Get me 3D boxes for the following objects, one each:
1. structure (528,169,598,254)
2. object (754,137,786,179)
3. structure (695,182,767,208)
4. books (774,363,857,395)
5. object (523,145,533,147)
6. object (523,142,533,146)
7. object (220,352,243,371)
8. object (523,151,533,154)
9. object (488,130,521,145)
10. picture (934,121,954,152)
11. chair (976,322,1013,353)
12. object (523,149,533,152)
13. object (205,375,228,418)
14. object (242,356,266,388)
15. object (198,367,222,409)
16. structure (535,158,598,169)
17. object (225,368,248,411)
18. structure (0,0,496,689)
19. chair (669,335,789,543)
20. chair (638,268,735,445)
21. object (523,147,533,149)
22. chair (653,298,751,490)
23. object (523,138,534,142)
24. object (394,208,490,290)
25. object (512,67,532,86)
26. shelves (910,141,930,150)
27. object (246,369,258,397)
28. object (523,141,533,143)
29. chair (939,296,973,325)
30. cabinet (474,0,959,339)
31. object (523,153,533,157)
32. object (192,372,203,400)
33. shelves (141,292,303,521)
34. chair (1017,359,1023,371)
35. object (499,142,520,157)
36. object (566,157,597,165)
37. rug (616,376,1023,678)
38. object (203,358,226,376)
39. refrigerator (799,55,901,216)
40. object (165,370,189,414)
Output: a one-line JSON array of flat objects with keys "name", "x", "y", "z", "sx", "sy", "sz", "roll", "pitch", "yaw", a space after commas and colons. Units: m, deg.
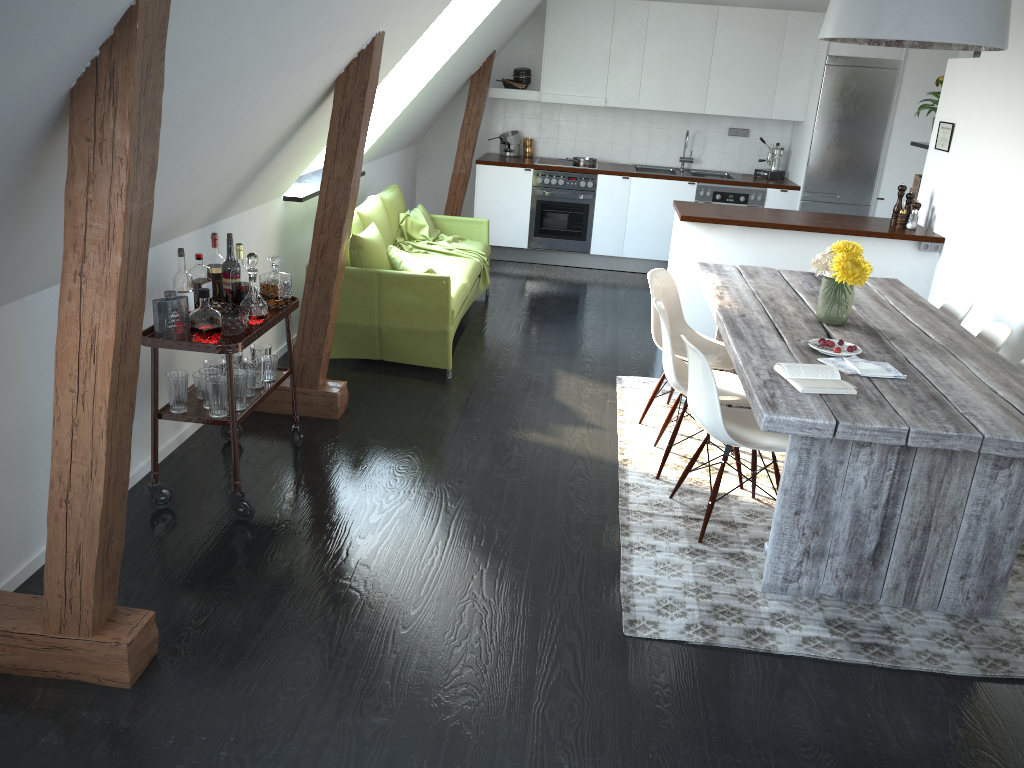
[{"name": "structure", "x": 0.495, "y": -1.689, "z": 8.479, "sx": 0.583, "sy": 0.725, "sz": 0.749, "roll": 6, "pitch": 20, "yaw": 4}, {"name": "object", "x": 2.415, "y": -2.125, "z": 8.327, "sx": 0.353, "sy": 0.370, "sz": 0.206, "roll": -11, "pitch": 25, "yaw": -36}, {"name": "structure", "x": 1.971, "y": -1.516, "z": 8.288, "sx": 0.612, "sy": 0.725, "sz": 0.582, "roll": 6, "pitch": 20, "yaw": 4}, {"name": "books", "x": 1.077, "y": -0.029, "z": 3.157, "sx": 0.202, "sy": 0.042, "sz": 0.251, "roll": 2, "pitch": 20, "yaw": -7}, {"name": "object", "x": 0.157, "y": -2.312, "z": 8.629, "sx": 0.099, "sy": 0.057, "sz": 0.101, "roll": 10, "pitch": 21, "yaw": 15}, {"name": "object", "x": 0.156, "y": -2.328, "z": 8.619, "sx": 0.100, "sy": 0.036, "sz": 0.100, "roll": -7, "pitch": 23, "yaw": -27}, {"name": "object", "x": -1.209, "y": -0.076, "z": 3.830, "sx": 0.095, "sy": 0.119, "sz": 0.095, "roll": -9, "pitch": 24, "yaw": -31}, {"name": "object", "x": 0.158, "y": -2.255, "z": 8.647, "sx": 0.100, "sy": 0.048, "sz": 0.099, "roll": 12, "pitch": 21, "yaw": 21}, {"name": "object", "x": -0.090, "y": -2.364, "z": 8.558, "sx": 0.371, "sy": 0.169, "sz": 0.203, "roll": -4, "pitch": 22, "yaw": -22}, {"name": "picture", "x": 2.844, "y": -1.627, "z": 5.829, "sx": 0.023, "sy": 0.182, "sz": 0.250, "roll": 6, "pitch": 20, "yaw": 4}, {"name": "chair", "x": 1.989, "y": 0.073, "z": 4.243, "sx": 0.542, "sy": 0.801, "sz": 0.465, "roll": 8, "pitch": 20, "yaw": 10}, {"name": "object", "x": 0.157, "y": -2.271, "z": 8.642, "sx": 0.099, "sy": 0.051, "sz": 0.099, "roll": 1, "pitch": 20, "yaw": -9}, {"name": "object", "x": -1.143, "y": 0.051, "z": 3.444, "sx": 0.087, "sy": 0.155, "sz": 0.087, "roll": -4, "pitch": 21, "yaw": -21}, {"name": "object", "x": -1.096, "y": -0.048, "z": 3.775, "sx": 0.095, "sy": 0.119, "sz": 0.095, "roll": -9, "pitch": 24, "yaw": -31}, {"name": "object", "x": -1.195, "y": 0.019, "z": 3.521, "sx": 0.087, "sy": 0.155, "sz": 0.087, "roll": -4, "pitch": 21, "yaw": -21}, {"name": "structure", "x": 0.517, "y": -2.052, "z": 8.332, "sx": 0.574, "sy": 0.041, "sz": 0.504, "roll": 6, "pitch": 20, "yaw": 4}, {"name": "object", "x": -1.091, "y": 0.025, "z": 3.525, "sx": 0.087, "sy": 0.155, "sz": 0.087, "roll": -4, "pitch": 21, "yaw": -21}, {"name": "structure", "x": -1.328, "y": -0.177, "z": 2.602, "sx": 1.023, "sy": 1.963, "sz": 12.350, "roll": 6, "pitch": 20, "yaw": 4}, {"name": "chair", "x": 0.919, "y": 0.207, "z": 3.659, "sx": 0.542, "sy": 0.801, "sz": 0.465, "roll": 1, "pitch": 20, "yaw": -9}, {"name": "chair", "x": 0.945, "y": -0.167, "z": 4.694, "sx": 0.542, "sy": 0.801, "sz": 0.465, "roll": 16, "pitch": 23, "yaw": 28}, {"name": "object", "x": 0.157, "y": -2.292, "z": 8.637, "sx": 0.099, "sy": 0.043, "sz": 0.100, "roll": 1, "pitch": 20, "yaw": -7}, {"name": "chair", "x": 0.883, "y": 0.025, "z": 4.153, "sx": 0.542, "sy": 0.801, "sz": 0.465, "roll": 6, "pitch": 20, "yaw": 5}, {"name": "object", "x": 0.160, "y": -2.362, "z": 8.605, "sx": 0.100, "sy": 0.047, "sz": 0.099, "roll": 4, "pitch": 20, "yaw": 0}, {"name": "object", "x": -0.503, "y": -1.034, "z": 6.692, "sx": 0.722, "sy": 0.493, "sz": 0.711, "roll": 4, "pitch": 20, "yaw": 0}, {"name": "object", "x": 0.095, "y": -2.895, "z": 8.350, "sx": 0.190, "sy": 0.166, "sz": 0.200, "roll": -8, "pitch": 23, "yaw": -31}, {"name": "shelves", "x": 3.200, "y": -1.412, "z": 6.354, "sx": 0.660, "sy": 0.553, "sz": 0.408, "roll": 6, "pitch": 20, "yaw": 4}, {"name": "object", "x": -1.102, "y": -0.001, "z": 3.677, "sx": 0.092, "sy": 0.099, "sz": 0.092, "roll": -2, "pitch": 21, "yaw": -17}, {"name": "object", "x": 0.158, "y": -2.344, "z": 8.613, "sx": 0.100, "sy": 0.036, "sz": 0.100, "roll": 17, "pitch": 23, "yaw": 31}, {"name": "chair", "x": 2.039, "y": -0.084, "z": 4.687, "sx": 0.542, "sy": 0.801, "sz": 0.465, "roll": 6, "pitch": 20, "yaw": 5}, {"name": "cabinet", "x": 1.704, "y": -1.824, "z": 7.130, "sx": 4.208, "sy": 2.369, "sz": 3.033, "roll": 6, "pitch": 20, "yaw": 4}, {"name": "object", "x": 0.159, "y": -2.234, "z": 8.655, "sx": 0.100, "sy": 0.036, "sz": 0.100, "roll": 5, "pitch": 20, "yaw": 1}, {"name": "object", "x": -1.254, "y": 0.008, "z": 3.622, "sx": 0.092, "sy": 0.099, "sz": 0.092, "roll": -2, "pitch": 21, "yaw": -17}, {"name": "shelves", "x": -1.194, "y": 0.056, "z": 3.750, "sx": 0.438, "sy": 0.732, "sz": 0.803, "roll": 4, "pitch": 20, "yaw": 1}, {"name": "chair", "x": 1.923, "y": 0.251, "z": 3.742, "sx": 0.542, "sy": 0.801, "sz": 0.465, "roll": 4, "pitch": 20, "yaw": 0}, {"name": "object", "x": -0.002, "y": -2.270, "z": 8.550, "sx": 0.200, "sy": 0.154, "sz": 0.348, "roll": -1, "pitch": 21, "yaw": -15}, {"name": "object", "x": 0.633, "y": -2.117, "z": 8.385, "sx": 0.351, "sy": 0.061, "sz": 0.232, "roll": -4, "pitch": 21, "yaw": -21}, {"name": "rug", "x": 1.447, "y": 0.484, "z": 4.154, "sx": 1.898, "sy": 0.022, "sz": 2.677, "roll": 6, "pitch": 20, "yaw": 4}, {"name": "object", "x": -1.243, "y": -0.038, "z": 3.719, "sx": 0.095, "sy": 0.119, "sz": 0.095, "roll": -9, "pitch": 24, "yaw": -31}, {"name": "refrigerator", "x": 2.899, "y": -1.871, "z": 7.782, "sx": 0.609, "sy": 1.868, "sz": 0.031, "roll": 6, "pitch": 20, "yaw": 4}, {"name": "object", "x": -1.304, "y": 0.033, "z": 3.459, "sx": 0.087, "sy": 0.155, "sz": 0.087, "roll": -4, "pitch": 21, "yaw": -21}]
